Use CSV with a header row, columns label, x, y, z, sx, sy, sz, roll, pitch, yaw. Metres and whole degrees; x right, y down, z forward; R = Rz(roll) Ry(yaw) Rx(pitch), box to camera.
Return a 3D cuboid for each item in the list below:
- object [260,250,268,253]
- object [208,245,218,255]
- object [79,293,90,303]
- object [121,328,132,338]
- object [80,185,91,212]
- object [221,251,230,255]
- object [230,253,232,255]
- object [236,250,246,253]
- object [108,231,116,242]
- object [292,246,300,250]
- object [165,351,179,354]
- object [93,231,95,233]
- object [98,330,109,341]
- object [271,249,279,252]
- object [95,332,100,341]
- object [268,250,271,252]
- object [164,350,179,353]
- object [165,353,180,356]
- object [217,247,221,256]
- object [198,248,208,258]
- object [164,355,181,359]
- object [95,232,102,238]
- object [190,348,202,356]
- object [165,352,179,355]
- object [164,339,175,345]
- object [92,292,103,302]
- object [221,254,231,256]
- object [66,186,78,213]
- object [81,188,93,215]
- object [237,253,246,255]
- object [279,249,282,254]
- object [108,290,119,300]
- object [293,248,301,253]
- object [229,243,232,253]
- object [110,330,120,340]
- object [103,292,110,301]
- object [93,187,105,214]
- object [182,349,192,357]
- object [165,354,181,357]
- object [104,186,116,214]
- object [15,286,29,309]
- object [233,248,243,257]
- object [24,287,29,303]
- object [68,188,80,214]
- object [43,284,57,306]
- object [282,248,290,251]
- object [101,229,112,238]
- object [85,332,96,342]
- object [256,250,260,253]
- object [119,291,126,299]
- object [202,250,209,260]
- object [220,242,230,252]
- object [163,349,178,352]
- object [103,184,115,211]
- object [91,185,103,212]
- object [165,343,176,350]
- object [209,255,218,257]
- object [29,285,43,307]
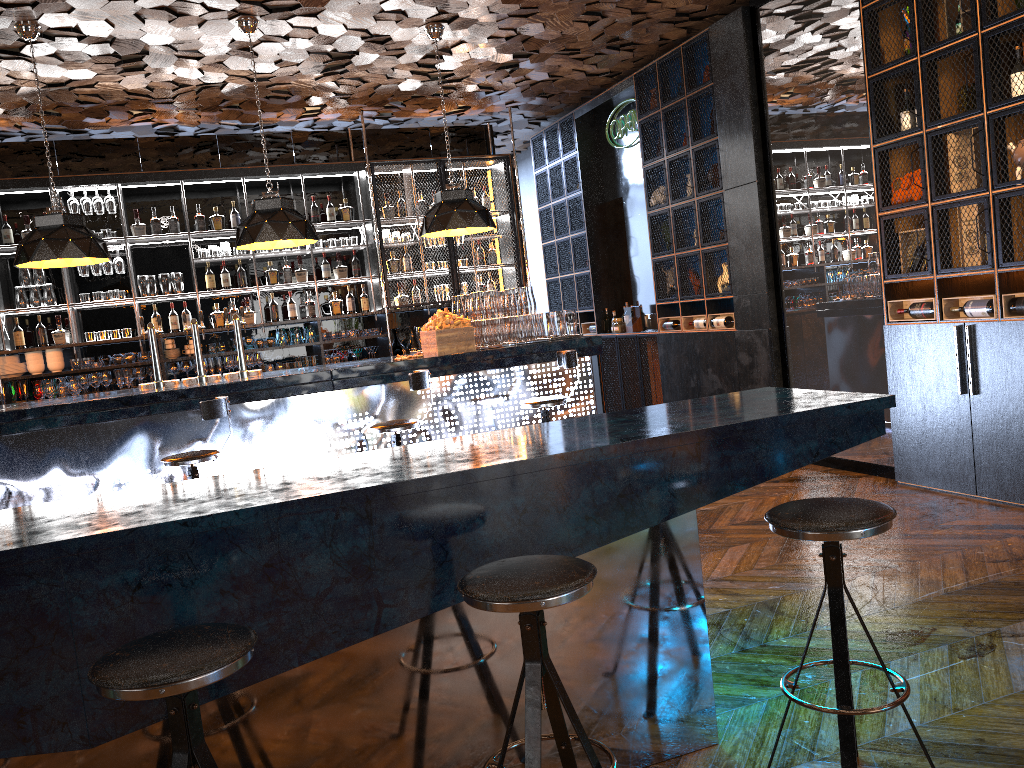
label,x,y,z,sx,sy,sz,roll,pitch,yaw
object,-2.463,-1.342,8.797,0.089,0.092,0.089,-2,6,42
object,-2.908,-1.298,8.626,0.089,0.092,0.089,-5,5,22
object,-4.004,-0.801,8.319,0.089,0.092,0.089,-11,6,-42
object,-3.654,-0.478,8.414,0.089,0.092,0.089,-7,5,-9
object,-3.948,-1.715,8.203,0.092,0.244,0.092,-4,5,31
object,-2.813,-1.317,8.701,0.089,0.092,0.089,-9,5,-30
object,-2.843,-1.325,8.843,0.089,0.092,0.089,-6,5,6
object,-2.668,-1.333,8.722,0.089,0.092,0.089,-9,5,-29
object,-3.825,-1.408,8.475,0.089,0.092,0.089,-3,6,38
object,-2.178,-1.384,8.923,0.089,0.092,0.089,-4,5,24
object,-3.250,-0.297,8.477,0.149,0.026,0.148,-8,5,-13
object,-3.942,-1.380,8.290,0.089,0.092,0.089,-3,6,38
object,-3.823,-0.451,8.315,0.089,0.092,0.089,-3,5,33
object,-2.365,-1.357,8.845,0.089,0.092,0.089,-3,5,33
object,-3.925,-0.452,8.472,0.089,0.092,0.089,-2,6,42
object,-2.449,-1.358,8.982,0.089,0.092,0.089,-5,5,19
object,-3.252,-0.307,8.476,0.149,0.025,0.149,-4,5,32
object,-3.248,-0.276,8.479,0.149,0.023,0.149,-10,6,-35
object,-2.932,-1.308,8.785,0.089,0.092,0.089,-6,5,6
object,-3.001,-1.265,8.599,0.089,0.092,0.089,-6,5,6
object,-3.247,-0.254,8.481,0.149,0.022,0.149,-3,6,39
object,-3.938,-1.391,8.422,0.089,0.092,0.089,-7,5,-9
object,-3.042,-0.306,8.538,0.106,0.067,0.094,-9,5,-32
object,-3.250,-0.288,8.478,0.149,0.024,0.149,-8,5,-21
object,-3.269,-0.393,8.465,0.094,0.069,0.106,-8,5,-14
object,-3.882,-0.814,8.317,0.089,0.092,0.089,-11,6,-42
object,-2.811,-1.295,8.702,0.089,0.092,0.089,-9,5,-30
object,-4.050,-1.700,8.166,0.092,0.244,0.092,-4,5,31
object,-4.005,-1.721,8.358,0.092,0.244,0.092,-4,5,31
object,-2.666,-1.313,8.724,0.089,0.092,0.089,-6,5,6
object,-2.329,-1.372,8.986,0.089,0.092,0.089,-8,5,-20
object,-3.728,-0.831,8.308,0.089,0.092,0.089,-10,6,-35
object,-2.204,-1.392,9.062,0.089,0.092,0.089,-2,6,44
object,-2.846,-1.350,8.841,0.089,0.092,0.089,-6,5,6
object,-3.774,-0.467,8.437,0.089,0.092,0.089,-7,5,-9
object,-3.855,-0.828,8.445,0.089,0.092,0.089,-5,5,12
object,-3.913,-1.734,8.391,0.092,0.244,0.092,-4,5,31
object,-3.127,-0.302,8.606,0.094,0.067,0.106,-4,5,32
object,-3.247,-0.264,8.480,0.149,0.023,0.149,-3,6,39
object,-3.816,-1.748,8.426,0.092,0.244,0.092,-4,5,31
object,-4.496,-0.788,8.124,0.105,0.209,0.105,-4,5,25
object,-2.737,-1.314,8.846,0.089,0.092,0.089,-9,5,-30
object,-4.547,-0.791,8.230,0.105,0.209,0.105,-4,5,25
object,-4.108,-1.706,8.320,0.092,0.244,0.092,-4,5,31
object,-4.274,-0.819,8.192,0.105,0.209,0.105,-4,5,25
object,-2.258,-1.370,8.858,0.089,0.092,0.089,-3,5,33
object,-3.790,-1.397,8.292,0.089,0.092,0.089,-3,6,38
object,-3.939,-0.436,8.287,0.089,0.092,0.089,-2,6,42
object,-2.541,-1.345,8.942,0.089,0.092,0.089,-5,5,22
object,-3.746,-0.844,8.493,0.089,0.092,0.089,-10,6,-35
object,-3.036,-1.274,8.760,0.089,0.092,0.089,-2,6,42
object,-2.816,-1.342,8.699,0.089,0.092,0.089,-9,5,-24
object,-3.255,-0.318,8.475,0.149,0.026,0.148,-8,5,-13
object,-3.759,-1.742,8.272,0.092,0.244,0.092,-4,5,31
object,-3.856,-1.728,8.237,0.092,0.244,0.092,-4,5,31
object,-3.255,-0.350,8.472,0.107,0.070,0.094,-6,5,11
object,-2.905,-1.278,8.628,0.089,0.092,0.089,-2,6,42
object,-4.386,-0.804,8.165,0.105,0.209,0.105,-4,5,25
